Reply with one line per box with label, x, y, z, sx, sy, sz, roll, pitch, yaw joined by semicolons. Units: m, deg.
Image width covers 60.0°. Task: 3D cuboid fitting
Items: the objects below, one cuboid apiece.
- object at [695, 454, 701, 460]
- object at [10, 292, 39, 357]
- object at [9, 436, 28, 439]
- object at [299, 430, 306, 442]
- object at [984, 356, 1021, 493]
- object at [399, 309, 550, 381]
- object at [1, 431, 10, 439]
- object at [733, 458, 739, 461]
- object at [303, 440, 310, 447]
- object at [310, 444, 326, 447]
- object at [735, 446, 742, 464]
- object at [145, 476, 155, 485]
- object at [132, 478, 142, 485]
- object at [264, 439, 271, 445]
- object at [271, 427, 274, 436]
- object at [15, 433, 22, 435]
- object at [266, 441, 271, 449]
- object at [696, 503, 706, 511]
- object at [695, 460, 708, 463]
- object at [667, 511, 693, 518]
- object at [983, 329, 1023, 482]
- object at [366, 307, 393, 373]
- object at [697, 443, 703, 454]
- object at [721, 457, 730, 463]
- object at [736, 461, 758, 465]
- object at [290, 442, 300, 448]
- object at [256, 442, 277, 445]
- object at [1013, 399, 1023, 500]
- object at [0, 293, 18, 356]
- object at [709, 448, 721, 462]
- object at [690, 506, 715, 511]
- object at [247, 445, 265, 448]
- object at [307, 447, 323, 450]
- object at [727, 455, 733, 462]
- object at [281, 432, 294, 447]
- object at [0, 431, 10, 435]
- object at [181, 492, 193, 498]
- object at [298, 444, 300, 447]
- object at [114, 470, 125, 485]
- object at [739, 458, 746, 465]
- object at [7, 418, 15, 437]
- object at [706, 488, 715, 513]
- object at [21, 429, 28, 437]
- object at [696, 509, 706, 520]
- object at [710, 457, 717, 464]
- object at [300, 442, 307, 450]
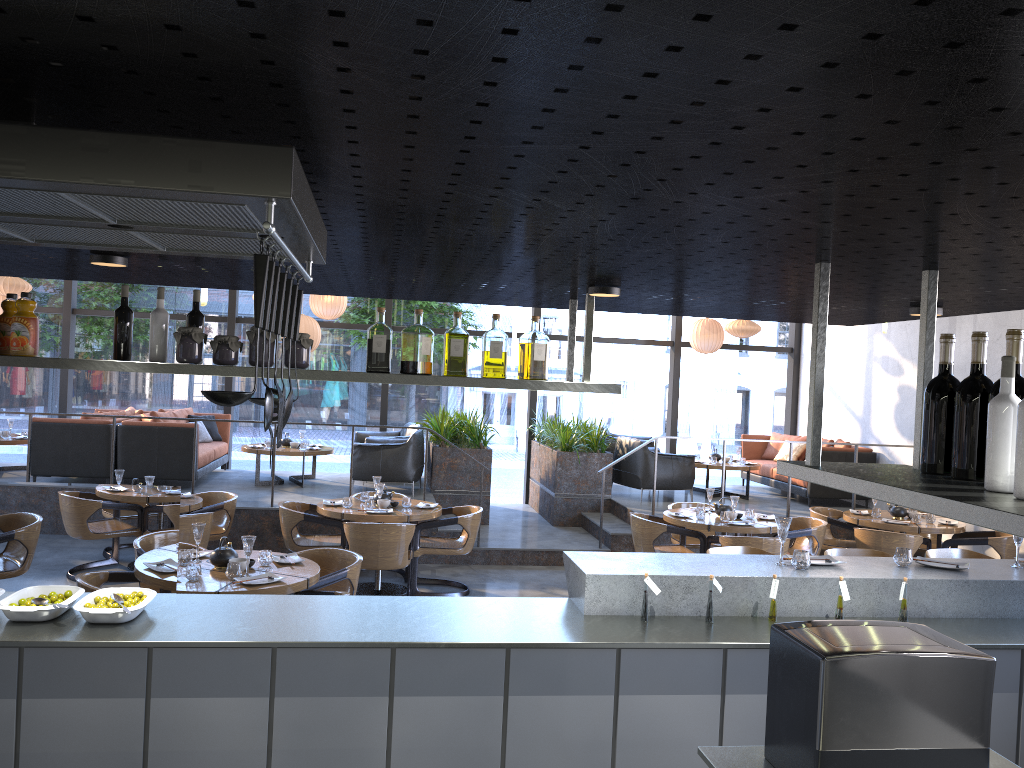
object;2.436;0.962;11.652;0.086;0.086;0.086;3;0;29
object;-1.848;-0.225;3.366;0.096;0.246;0.096;3;1;37
object;-5.679;0.623;10.239;0.170;0.025;0.294;3;0;4
object;-2.512;0.667;10.605;0.082;0.227;0.082;3;1;34
object;1.110;0.089;1.994;0.073;0.305;0.072;3;0;-21
object;-0.155;-0.165;3.765;0.630;0.274;0.139;3;0;-10
object;-5.825;0.585;10.202;0.086;0.086;0.086;3;0;-13
object;2.987;1.018;11.865;0.170;0.025;0.294;2;0;-28
object;-2.536;0.734;10.938;0.086;0.086;0.086;3;0;-4
object;-2.435;0.769;11.064;0.170;0.025;0.294;2;0;-28
object;2.910;0.916;11.406;0.082;0.227;0.082;3;1;34
object;-3.017;0.881;7.375;0.082;0.227;0.082;3;0;12
object;-3.223;0.894;7.595;0.163;0.179;0.168;2;1;-43
object;-2.986;0.714;10.852;0.086;0.086;0.086;3;0;29
object;-2.942;0.644;10.949;0.082;0.227;0.082;2;0;-26
object;-5.859;0.611;10.712;0.294;0.025;0.170;3;1;37
object;-2.860;0.722;10.473;0.086;0.086;0.086;3;0;-4
object;1.776;1.170;8.336;0.086;0.086;0.086;2;0;-26
object;2.386;0.993;11.342;0.170;0.025;0.294;2;0;-28
object;1.540;1.192;8.055;0.170;0.025;0.294;3;0;-11
object;1.200;0.057;2.133;0.101;0.378;0.100;3;0;-15
object;-0.555;-0.183;3.716;0.105;0.274;0.105;3;0;-9
object;2.480;0.893;11.750;0.082;0.227;0.082;2;0;-26
object;2.784;0.990;11.560;0.116;0.065;0.116;3;0;21
object;3.050;1.024;11.440;0.170;0.025;0.294;2;0;-28
object;-2.638;0.742;10.759;0.116;0.065;0.116;3;0;21
object;-3.054;0.740;11.030;0.170;0.025;0.294;3;0;27
object;1.099;0.090;1.859;0.073;0.305;0.072;3;1;34
object;-1.976;-0.231;3.403;0.096;0.246;0.235;3;0;12
object;2.669;0.927;11.649;0.163;0.179;0.168;2;1;-43
object;1.835;1.203;8.517;0.294;0.025;0.170;3;0;-24
object;-3.036;0.745;10.542;0.170;0.025;0.294;2;0;-28
object;-2.372;0.775;10.640;0.170;0.025;0.294;2;0;-28
object;2.886;0.983;11.739;0.086;0.086;0.086;3;0;-4
object;-2.753;0.678;10.848;0.163;0.179;0.168;2;1;-43
object;-5.953;0.588;10.415;0.116;0.065;0.116;3;0;21
object;-2.904;0.985;7.812;0.170;0.025;0.294;2;0;-28
object;-2.615;0.753;10.867;0.080;0.042;0.080;3;0;-23
object;-3.411;0.860;7.696;0.082;0.227;0.082;2;0;-26
object;2.946;0.989;11.331;0.086;0.086;0.086;3;0;-4
object;-5.815;0.514;10.287;0.082;0.227;0.082;3;0;-23
object;1.872;1.104;8.386;0.082;0.227;0.082;3;0;13
object;-5.786;0.584;10.548;0.086;0.086;0.086;3;0;16
object;1.689;1.169;7.939;0.086;0.086;0.086;3;0;17
object;2.562;0.971;11.274;0.086;0.086;0.086;3;0;-4
object;-2.476;0.740;10.530;0.086;0.086;0.086;3;0;-4
